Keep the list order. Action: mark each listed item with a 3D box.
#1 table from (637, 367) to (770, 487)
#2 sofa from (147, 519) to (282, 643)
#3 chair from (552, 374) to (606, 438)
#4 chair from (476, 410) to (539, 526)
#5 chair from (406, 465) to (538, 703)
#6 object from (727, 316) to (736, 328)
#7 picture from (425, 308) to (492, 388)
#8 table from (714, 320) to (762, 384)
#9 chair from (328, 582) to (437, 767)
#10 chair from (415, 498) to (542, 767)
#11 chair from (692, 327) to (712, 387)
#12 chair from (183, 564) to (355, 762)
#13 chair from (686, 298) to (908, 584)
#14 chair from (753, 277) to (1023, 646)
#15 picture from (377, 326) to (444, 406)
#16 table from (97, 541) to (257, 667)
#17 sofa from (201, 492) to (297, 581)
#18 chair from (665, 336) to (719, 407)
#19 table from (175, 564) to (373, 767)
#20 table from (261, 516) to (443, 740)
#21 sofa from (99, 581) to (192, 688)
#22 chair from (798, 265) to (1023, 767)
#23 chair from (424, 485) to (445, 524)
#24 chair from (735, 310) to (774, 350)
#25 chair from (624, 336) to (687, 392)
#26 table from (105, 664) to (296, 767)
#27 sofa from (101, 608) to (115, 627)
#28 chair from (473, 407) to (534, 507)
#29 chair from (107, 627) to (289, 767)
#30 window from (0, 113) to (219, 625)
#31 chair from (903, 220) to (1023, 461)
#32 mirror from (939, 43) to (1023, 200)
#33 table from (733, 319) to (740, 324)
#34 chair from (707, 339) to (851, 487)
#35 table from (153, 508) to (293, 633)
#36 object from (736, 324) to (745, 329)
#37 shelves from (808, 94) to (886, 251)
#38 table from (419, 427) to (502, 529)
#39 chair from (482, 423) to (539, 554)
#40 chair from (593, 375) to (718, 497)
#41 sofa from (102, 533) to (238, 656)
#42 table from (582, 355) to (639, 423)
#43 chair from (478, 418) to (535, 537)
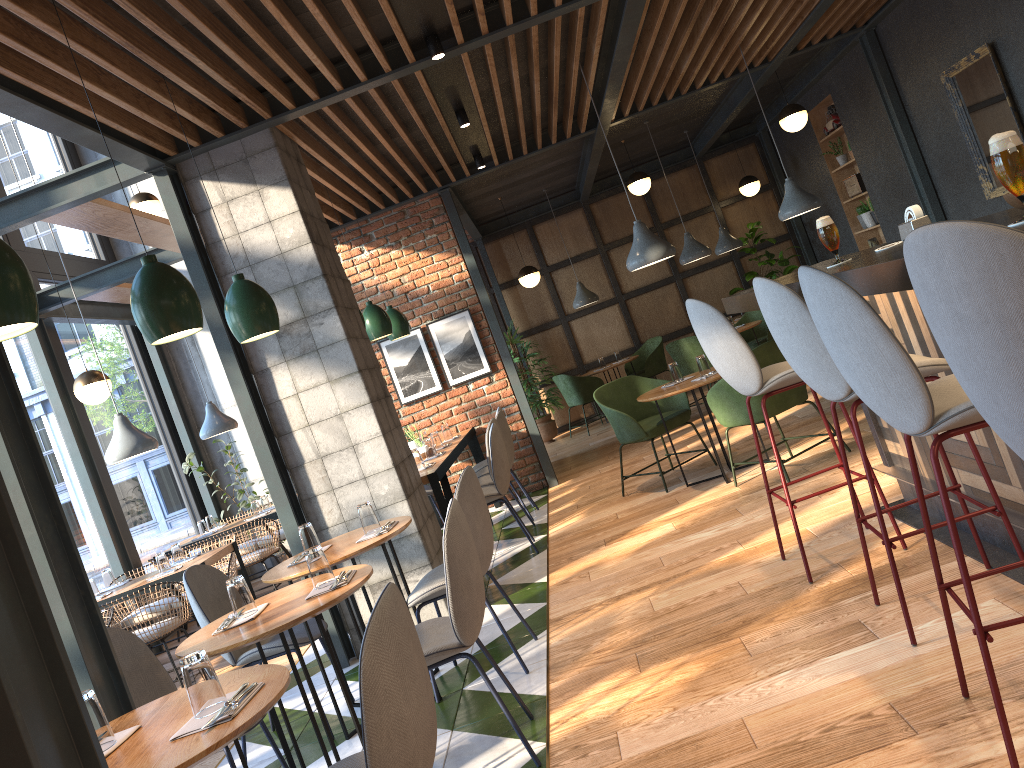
[{"bbox_3d":[1.353,0.289,6.046,0.801,0.687,0.814,-20,1,33],"label":"table"},{"bbox_3d":[-2.439,1.626,7.486,1.091,0.733,0.471,-20,0,2],"label":"sofa"},{"bbox_3d":[0.921,0.194,11.165,0.518,0.819,0.635,-20,0,-22],"label":"chair"},{"bbox_3d":[-0.161,0.708,7.113,0.506,0.888,0.419,-20,0,9],"label":"chair"},{"bbox_3d":[-0.262,0.861,3.948,0.506,0.888,0.419,-20,0,9],"label":"chair"},{"bbox_3d":[2.351,-0.656,9.529,0.079,0.138,0.081,-20,0,40],"label":"object"},{"bbox_3d":[-0.492,-0.332,8.211,0.429,0.631,0.015,-20,-1,2],"label":"picture"},{"bbox_3d":[2.391,-0.221,9.438,0.800,0.687,0.814,-20,1,44],"label":"table"},{"bbox_3d":[-0.354,0.964,2.046,0.507,0.888,0.418,-20,0,4],"label":"chair"},{"bbox_3d":[-0.271,0.896,3.057,0.508,0.888,0.418,-20,0,-1],"label":"chair"},{"bbox_3d":[2.693,-0.468,11.217,0.511,0.819,0.643,-20,0,34],"label":"chair"},{"bbox_3d":[-1.095,1.168,4.015,0.507,0.888,0.418,-20,0,4],"label":"chair"},{"bbox_3d":[1.186,0.138,3.760,0.507,1.244,0.418,-20,0,3],"label":"chair"},{"bbox_3d":[1.250,0.145,2.929,0.506,1.244,0.419,-20,0,8],"label":"chair"},{"bbox_3d":[-0.942,-0.166,8.230,0.429,0.631,0.015,-20,-1,2],"label":"picture"},{"bbox_3d":[-2.490,1.708,6.128,1.270,0.706,0.659,-20,1,2],"label":"table"},{"bbox_3d":[-2.393,1.567,8.614,1.091,0.733,0.471,-20,0,2],"label":"sofa"},{"bbox_3d":[2.010,-0.137,9.126,0.519,0.819,0.633,-21,0,-42],"label":"chair"},{"bbox_3d":[-0.688,1.126,3.078,0.693,0.747,0.705,-20,1,45],"label":"table"},{"bbox_3d":[-0.652,1.080,3.969,0.697,0.747,0.702,-20,1,13],"label":"table"},{"bbox_3d":[-2.518,1.725,5.562,1.091,0.733,0.471,-20,0,2],"label":"sofa"},{"bbox_3d":[1.152,0.210,2.150,0.505,1.244,0.420,-20,0,14],"label":"chair"},{"bbox_3d":[-0.909,0.969,7.600,0.506,0.888,0.419,-20,0,9],"label":"chair"},{"bbox_3d":[2.764,-0.442,9.774,0.519,0.819,0.633,-21,0,-37],"label":"chair"},{"bbox_3d":[1.806,-0.151,11.583,0.518,0.819,0.635,-20,0,-22],"label":"chair"},{"bbox_3d":[-0.729,1.178,2.065,0.705,0.747,0.693,-21,1,-41],"label":"table"},{"bbox_3d":[-2.549,1.765,4.785,1.091,0.733,0.471,-20,0,2],"label":"sofa"},{"bbox_3d":[-0.176,0.694,7.661,0.508,0.888,0.418,-20,0,-1],"label":"chair"},{"bbox_3d":[-1.113,1.209,3.097,0.507,0.888,0.418,-20,0,4],"label":"chair"},{"bbox_3d":[-4.258,-0.632,5.022,0.127,5.600,8.729,-20,1,3],"label":"window"},{"bbox_3d":[1.079,0.253,1.389,0.508,1.244,0.418,-20,0,-1],"label":"chair"},{"bbox_3d":[3.652,-1.981,6.764,0.061,1.086,0.769,-20,0,3],"label":"mirror"},{"bbox_3d":[3.082,-0.532,10.917,0.807,0.687,0.808,-20,1,3],"label":"table"},{"bbox_3d":[1.591,0.151,5.504,0.643,0.819,0.511,-21,0,-27],"label":"chair"},{"bbox_3d":[-2.412,1.609,8.048,1.270,0.706,0.659,-20,1,2],"label":"table"},{"bbox_3d":[2.403,-0.605,9.524,0.158,0.019,0.241,-22,2,-33],"label":"object"},{"bbox_3d":[4.050,-1.928,9.938,0.284,2.707,0.836,-20,0,3],"label":"shelves"},{"bbox_3d":[-0.583,0.939,6.839,0.657,0.766,2.775,-20,2,3],"label":"table"},{"bbox_3d":[-0.189,0.760,5.966,0.508,0.888,0.418,-20,0,-1],"label":"chair"},{"bbox_3d":[1.021,0.327,6.497,0.643,0.819,0.511,-21,0,-32],"label":"chair"},{"bbox_3d":[-2.472,1.667,6.690,1.091,0.733,0.471,-20,0,2],"label":"sofa"},{"bbox_3d":[1.366,0.091,11.367,0.800,0.687,0.814,-20,1,42],"label":"table"},{"bbox_3d":[-0.205,0.745,6.541,0.506,0.888,0.419,-20,0,9],"label":"chair"}]
